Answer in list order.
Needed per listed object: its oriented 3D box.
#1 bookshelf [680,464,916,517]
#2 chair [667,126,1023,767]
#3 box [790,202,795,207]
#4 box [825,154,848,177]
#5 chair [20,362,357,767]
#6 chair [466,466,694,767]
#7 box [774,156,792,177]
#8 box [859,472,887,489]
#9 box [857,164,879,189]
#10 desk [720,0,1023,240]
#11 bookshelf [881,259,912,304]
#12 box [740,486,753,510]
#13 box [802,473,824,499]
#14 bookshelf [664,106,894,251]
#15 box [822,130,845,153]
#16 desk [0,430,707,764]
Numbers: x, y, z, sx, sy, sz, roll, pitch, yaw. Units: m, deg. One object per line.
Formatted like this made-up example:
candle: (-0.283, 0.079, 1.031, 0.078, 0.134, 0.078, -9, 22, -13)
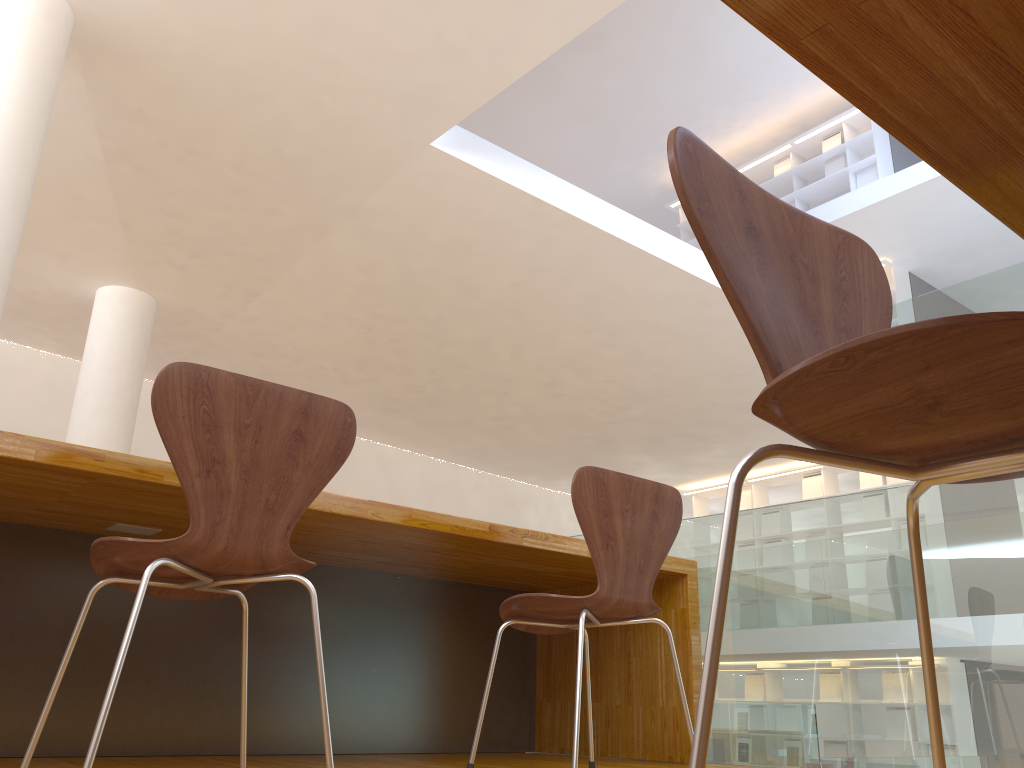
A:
bookshelf: (3.122, 1.825, 9.640, 0.498, 1.836, 2.984, 17, -25, -36)
chair: (0.395, 0.067, 0.731, 0.428, 0.693, 0.381, 17, -25, -36)
box: (3.422, -2.041, 10.923, 0.274, 0.296, 0.245, 17, -25, -36)
box: (3.878, -2.524, 10.529, 0.274, 0.296, 0.245, 17, -25, -36)
chair: (-0.566, 0.367, 1.627, 0.428, 0.693, 0.381, 17, -25, -36)
chair: (0.180, 0.599, 2.205, 0.428, 0.693, 0.381, 17, -25, -36)
box: (3.451, -2.664, 11.133, 0.274, 0.296, 0.245, 17, -25, -36)
box: (3.784, 0.980, 9.240, 0.274, 0.296, 0.245, 17, -25, -36)
box: (4.110, -2.309, 10.143, 0.274, 0.296, 0.245, 17, -25, -36)
desk: (0.940, -0.222, 0.403, 3.216, 1.022, 1.248, 17, -25, -36)
bookshelf: (3.174, -0.096, 10.346, 0.498, 1.836, 2.984, 17, -25, -36)
box: (2.760, 1.380, 10.402, 0.274, 0.296, 0.245, 17, -25, -36)
box: (3.348, 1.147, 9.732, 0.274, 0.296, 0.245, 17, -25, -36)
bookshelf: (3.225, -1.987, 11.041, 0.498, 1.836, 2.984, 17, -25, -36)
box: (3.887, -2.831, 10.641, 0.274, 0.296, 0.245, 17, -25, -36)
desk: (-1.144, 0.742, 2.322, 3.243, 0.785, 1.527, 17, -25, -36)
